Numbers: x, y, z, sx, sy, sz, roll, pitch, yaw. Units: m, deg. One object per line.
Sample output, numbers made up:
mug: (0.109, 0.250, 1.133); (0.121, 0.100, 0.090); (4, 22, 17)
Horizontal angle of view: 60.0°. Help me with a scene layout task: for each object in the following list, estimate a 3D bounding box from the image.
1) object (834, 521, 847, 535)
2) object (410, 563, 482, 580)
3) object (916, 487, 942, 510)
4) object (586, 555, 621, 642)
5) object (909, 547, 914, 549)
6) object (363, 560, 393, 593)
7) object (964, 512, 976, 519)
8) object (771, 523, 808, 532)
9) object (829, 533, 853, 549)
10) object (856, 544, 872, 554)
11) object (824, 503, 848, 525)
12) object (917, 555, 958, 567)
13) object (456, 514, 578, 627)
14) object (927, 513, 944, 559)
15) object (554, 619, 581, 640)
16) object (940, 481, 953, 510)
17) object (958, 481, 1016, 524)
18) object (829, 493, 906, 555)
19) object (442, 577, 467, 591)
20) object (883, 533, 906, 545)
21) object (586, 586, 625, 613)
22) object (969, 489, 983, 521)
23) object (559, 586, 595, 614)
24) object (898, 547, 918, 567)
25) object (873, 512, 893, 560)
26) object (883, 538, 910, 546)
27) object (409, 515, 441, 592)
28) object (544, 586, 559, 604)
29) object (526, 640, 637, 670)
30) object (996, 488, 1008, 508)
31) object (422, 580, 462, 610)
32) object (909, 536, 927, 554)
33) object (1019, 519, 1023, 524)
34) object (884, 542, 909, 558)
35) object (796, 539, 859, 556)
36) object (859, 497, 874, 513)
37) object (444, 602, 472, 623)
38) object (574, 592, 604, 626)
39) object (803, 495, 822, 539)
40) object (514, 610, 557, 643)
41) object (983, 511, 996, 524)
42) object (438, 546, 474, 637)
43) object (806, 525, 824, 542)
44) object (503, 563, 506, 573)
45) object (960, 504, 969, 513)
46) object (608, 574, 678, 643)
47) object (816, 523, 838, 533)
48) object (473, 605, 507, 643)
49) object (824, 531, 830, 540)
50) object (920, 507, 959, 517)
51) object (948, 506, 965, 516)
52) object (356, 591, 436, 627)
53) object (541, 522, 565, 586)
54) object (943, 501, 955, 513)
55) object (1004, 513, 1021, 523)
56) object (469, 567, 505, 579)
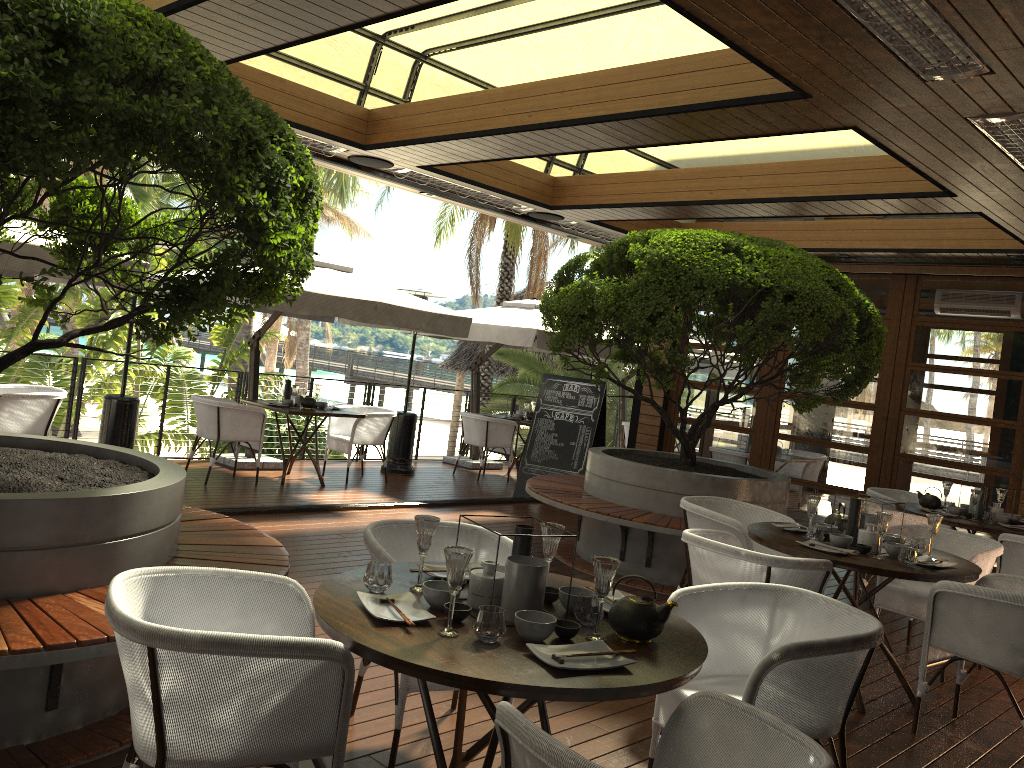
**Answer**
object: (1.834, 0.813, 4.945); (0.086, 0.086, 0.086); (8, 1, 12)
object: (-0.207, 0.637, 2.991); (0.294, 0.025, 0.170); (6, 2, -29)
object: (3.297, 0.897, 6.985); (0.163, 0.179, 0.168); (7, 1, -8)
object: (0.251, 0.604, 2.494); (0.082, 0.227, 0.082); (7, 1, -28)
object: (2.053, 0.873, 4.603); (0.080, 0.042, 0.080); (8, 1, 21)
object: (-0.407, 0.588, 2.700); (0.086, 0.086, 0.086); (8, 1, 21)
object: (3.439, 0.993, 6.668); (0.080, 0.042, 0.080); (8, 1, 22)
object: (1.578, 0.810, 4.977); (0.294, 0.025, 0.170); (6, 2, -37)
object: (1.701, 0.817, 4.590); (0.116, 0.065, 0.116); (7, 1, -22)
object: (1.788, 0.842, 4.509); (0.080, 0.042, 0.080); (8, 1, 9)
object: (1.881, 0.768, 5.090); (0.163, 0.179, 0.168); (7, 1, -36)
object: (2.107, 0.893, 4.445); (0.294, 0.025, 0.170); (6, 2, -37)
object: (0.000, 0.553, 2.656); (0.263, 0.264, 0.264); (7, 1, -29)
object: (2.190, 0.794, 4.620); (0.082, 0.227, 0.082); (7, 1, -37)
object: (0.149, 0.688, 2.468); (0.080, 0.042, 0.080); (7, 1, -8)
object: (3.432, 0.886, 7.013); (0.082, 0.227, 0.082); (7, 1, -22)
object: (3.626, 0.903, 6.781); (0.263, 0.264, 0.263); (7, 1, -11)
object: (1.884, 0.737, 4.704); (0.263, 0.264, 0.264); (6, 1, -42)
object: (-0.184, 0.637, 2.784); (0.080, 0.042, 0.080); (7, 2, -30)
object: (2.084, 0.859, 4.833); (0.116, 0.065, 0.116); (7, 1, -22)
object: (0.315, 0.707, 2.879); (0.170, 0.025, 0.295); (7, 2, -24)
object: (3.431, 0.898, 6.573); (0.082, 0.227, 0.082); (7, 1, -5)
object: (0.199, 0.675, 2.750); (0.116, 0.065, 0.116); (7, 1, -25)
object: (1.924, 0.842, 4.307); (0.086, 0.086, 0.086); (8, 1, 12)
object: (1.837, 0.754, 4.407); (0.082, 0.227, 0.082); (7, 1, -42)
object: (2.159, 0.884, 4.999); (0.170, 0.025, 0.295); (6, 2, -42)
object: (-0.278, 0.529, 2.770); (0.082, 0.227, 0.082); (7, 1, -28)
object: (0.117, 0.674, 2.819); (0.080, 0.042, 0.080); (7, 1, 5)
object: (0.200, 0.708, 2.304); (0.294, 0.025, 0.170); (6, 2, -29)
object: (3.856, 0.941, 7.003); (0.082, 0.227, 0.082); (7, 1, -5)
object: (-0.210, 0.626, 2.615); (0.116, 0.065, 0.116); (7, 1, -25)
object: (2.167, 0.861, 4.727); (0.086, 0.086, 0.086); (7, 1, 7)
object: (3.955, 1.063, 6.853); (0.170, 0.025, 0.295); (7, 2, -6)
object: (1.958, 0.851, 4.521); (0.116, 0.065, 0.116); (6, 2, -33)
object: (1.592, 0.827, 4.439); (0.170, 0.025, 0.295); (6, 2, -42)
object: (1.980, 0.756, 4.990); (0.082, 0.227, 0.082); (8, 1, 37)
object: (-0.156, 0.648, 2.502); (0.080, 0.042, 0.080); (7, 1, 5)
object: (0.230, 0.671, 2.639); (0.086, 0.086, 0.086); (8, 1, 21)
object: (1.605, 0.715, 4.763); (0.082, 0.227, 0.082); (7, 1, -37)
object: (0.061, 0.667, 2.419); (0.116, 0.065, 0.116); (7, 1, -2)
object: (3.511, 0.984, 6.518); (0.086, 0.086, 0.086); (8, 1, 38)
object: (-0.156, 0.555, 2.375); (0.082, 0.227, 0.082); (7, 1, -35)
object: (1.595, 0.790, 4.658); (0.086, 0.086, 0.086); (7, 1, 7)
object: (0.009, 0.634, 2.940); (0.086, 0.086, 0.086); (8, 1, 16)
object: (3.615, 0.994, 7.031); (0.116, 0.065, 0.116); (6, 2, -35)
object: (0.365, 0.644, 2.561); (0.163, 0.179, 0.168); (7, 1, -26)
object: (1.733, 0.812, 4.891); (0.116, 0.065, 0.116); (6, 2, -33)
object: (-0.059, 0.642, 2.364); (0.086, 0.086, 0.086); (8, 1, 16)
object: (1.683, 0.820, 4.796); (0.080, 0.042, 0.080); (8, 1, 21)
object: (3.230, 0.975, 6.671); (0.170, 0.025, 0.295); (7, 2, -6)
object: (3.384, 0.972, 6.758); (0.116, 0.065, 0.116); (8, 1, 15)
object: (-0.322, 0.636, 2.485); (0.170, 0.025, 0.295); (7, 2, -24)
object: (0.120, 0.576, 2.914); (0.082, 0.227, 0.082); (7, 1, -35)
object: (3.391, 0.959, 6.873); (0.087, 0.086, 0.086); (8, 1, 43)
object: (3.815, 1.027, 6.762); (0.116, 0.065, 0.116); (8, 1, 15)
object: (-0.084, 0.636, 2.851); (0.116, 0.065, 0.116); (7, 1, -2)
